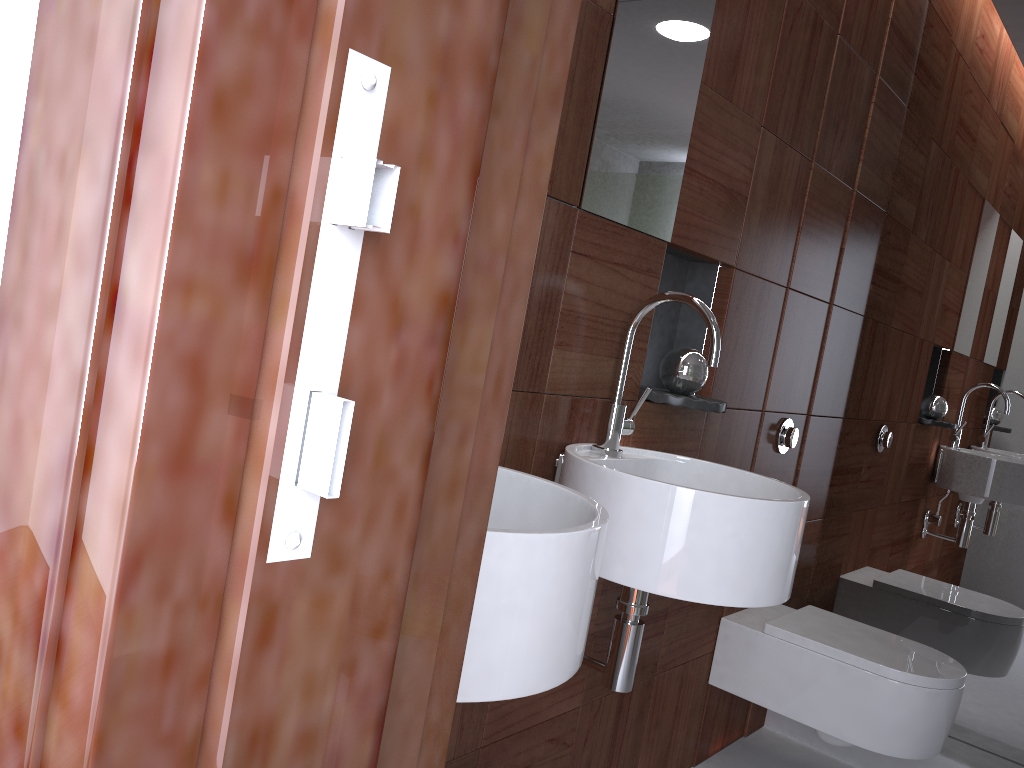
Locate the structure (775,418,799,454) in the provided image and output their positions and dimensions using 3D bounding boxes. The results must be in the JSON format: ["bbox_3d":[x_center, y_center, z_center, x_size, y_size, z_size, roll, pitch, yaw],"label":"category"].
[{"bbox_3d":[0.742,0.142,2.376,0.034,0.098,0.098,13,5,38],"label":"structure"}]

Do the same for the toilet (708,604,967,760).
[{"bbox_3d":[0.828,0.774,2.253,0.547,0.284,0.329,13,5,38],"label":"toilet"}]

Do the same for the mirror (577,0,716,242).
[{"bbox_3d":[0.266,-0.599,1.597,0.010,0.635,0.316,13,5,38],"label":"mirror"}]

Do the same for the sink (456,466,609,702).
[{"bbox_3d":[-0.104,0.168,1.023,0.417,0.715,0.415,13,5,38],"label":"sink"}]

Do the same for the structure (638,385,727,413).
[{"bbox_3d":[0.344,0.030,1.883,0.222,0.023,0.220,12,4,28],"label":"structure"}]

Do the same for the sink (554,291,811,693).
[{"bbox_3d":[0.284,0.204,1.520,0.417,0.715,0.415,13,5,38],"label":"sink"}]

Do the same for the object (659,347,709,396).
[{"bbox_3d":[-0.020,-0.062,1.380,0.104,0.104,1.350,13,5,38],"label":"object"}]

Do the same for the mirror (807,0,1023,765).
[{"bbox_3d":[1.630,-0.031,2.284,1.433,2.183,0.019,13,5,38],"label":"mirror"}]
